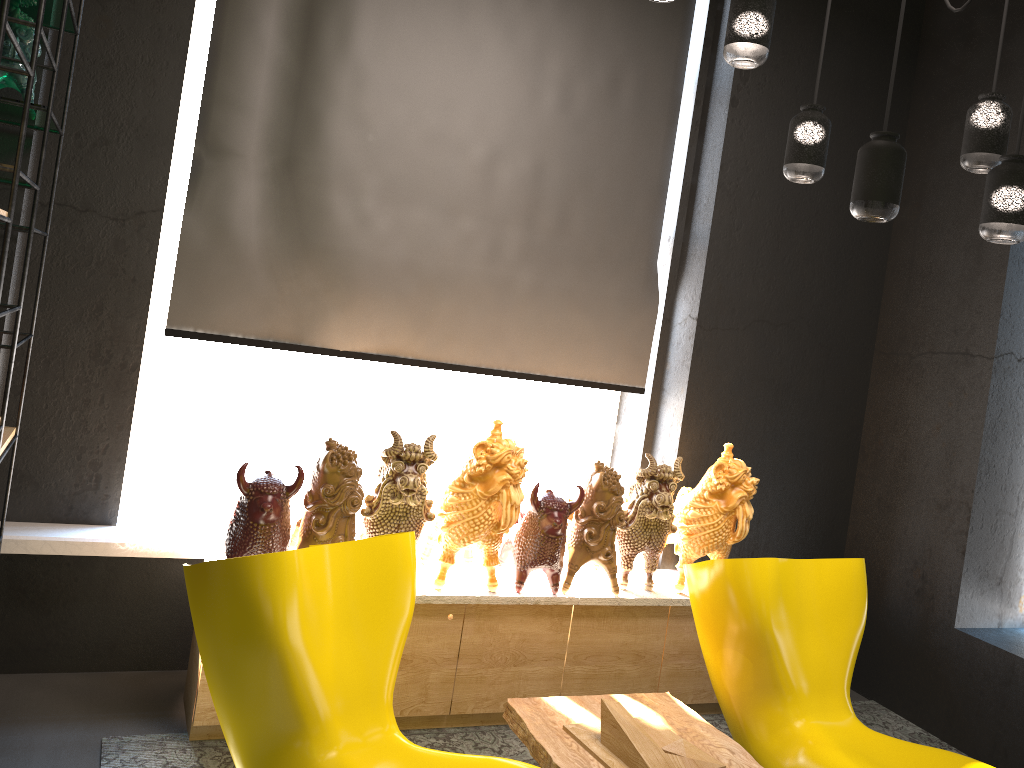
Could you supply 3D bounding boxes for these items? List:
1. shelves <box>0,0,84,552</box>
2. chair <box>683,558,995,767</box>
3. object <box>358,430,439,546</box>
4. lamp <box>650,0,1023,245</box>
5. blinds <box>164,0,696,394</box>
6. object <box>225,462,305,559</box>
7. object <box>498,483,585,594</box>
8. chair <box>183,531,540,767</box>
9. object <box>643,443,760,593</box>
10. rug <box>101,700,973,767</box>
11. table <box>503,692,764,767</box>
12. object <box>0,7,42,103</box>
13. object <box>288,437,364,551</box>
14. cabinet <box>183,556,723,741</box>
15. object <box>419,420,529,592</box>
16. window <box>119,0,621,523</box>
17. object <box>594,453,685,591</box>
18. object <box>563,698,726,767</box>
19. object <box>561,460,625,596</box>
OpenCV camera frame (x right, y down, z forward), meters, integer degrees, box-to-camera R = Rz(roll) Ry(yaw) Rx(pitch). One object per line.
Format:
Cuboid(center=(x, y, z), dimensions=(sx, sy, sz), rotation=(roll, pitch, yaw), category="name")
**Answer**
Cuboid(center=(-1.017, -0.673, 1.512), dimensions=(0.273, 3.906, 3.007), rotation=(9, 1, -24), category="shelves")
Cuboid(center=(1.051, 1.065, 2.963), dimensions=(0.655, 0.896, 1.075), rotation=(8, 2, -29), category="chair")
Cuboid(center=(-0.455, 0.442, 3.290), dimensions=(0.270, 0.579, 0.432), rotation=(8, 1, -31), category="object")
Cuboid(center=(1.618, -1.423, 1.433), dimensions=(2.854, 2.272, 2.670), rotation=(9, 2, 20), category="lamp")
Cuboid(center=(-2.419, -1.210, 2.364), dimensions=(12.703, 3.309, 3.530), rotation=(8, 2, -3), category="blinds")
Cuboid(center=(-0.879, 0.460, 3.087), dimensions=(0.218, 0.440, 0.465), rotation=(8, 2, -19), category="object")
Cuboid(center=(0.091, 0.576, 3.516), dimensions=(0.218, 0.440, 0.465), rotation=(8, 2, -19), category="object")
Cuboid(center=(-0.400, 0.891, 2.331), dimensions=(1.075, 0.896, 0.655), rotation=(10, 2, 36), category="chair")
Cuboid(center=(0.816, 0.559, 3.835), dimensions=(0.306, 0.654, 0.471), rotation=(8, 1, -19), category="object")
Cuboid(center=(0.722, 1.487, 2.612), dimensions=(3.583, 0.010, 2.202), rotation=(7, 4, -24), category="rug")
Cuboid(center=(0.413, 1.284, 2.697), dimensions=(0.691, 0.309, 0.833), rotation=(7, 4, -24), category="table")
Cuboid(center=(-1.486, -0.985, 2.653), dimensions=(0.151, 0.332, 0.291), rotation=(8, 1, -32), category="object")
Cuboid(center=(-0.669, 0.441, 3.229), dimensions=(0.248, 0.545, 0.477), rotation=(8, 2, -16), category="object")
Cuboid(center=(0.145, 1.067, 3.618), dimensions=(2.720, 0.530, 0.406), rotation=(7, 2, -24), category="cabinet")
Cuboid(center=(-0.155, 0.443, 3.406), dimensions=(0.306, 0.654, 0.471), rotation=(8, 1, -19), category="object")
Cuboid(center=(-0.360, -0.926, 4.107), dimensions=(2.300, 3.167, 0.051), rotation=(8, 0, -24), category="window")
Cuboid(center=(0.516, 0.558, 3.718), dimensions=(0.270, 0.579, 0.432), rotation=(8, 1, -31), category="object")
Cuboid(center=(0.444, 1.068, 2.636), dimensions=(0.349, 0.136, 0.523), rotation=(7, 4, -29), category="object")
Cuboid(center=(0.301, 0.557, 3.658), dimensions=(0.248, 0.545, 0.477), rotation=(8, 2, -16), category="object")
